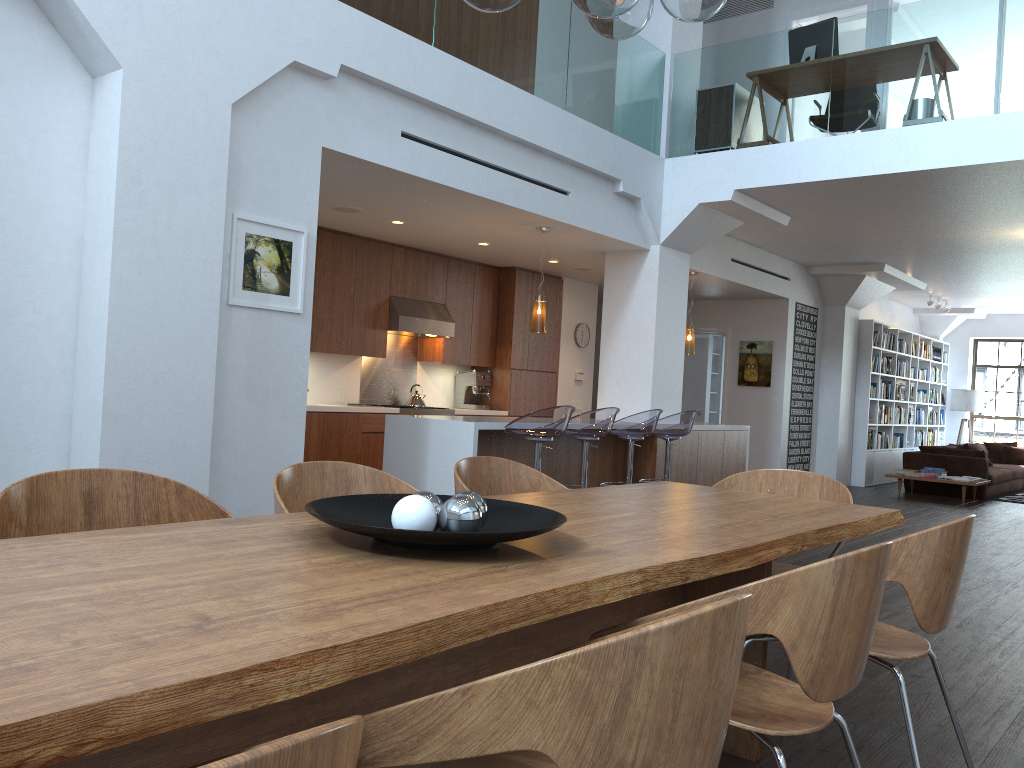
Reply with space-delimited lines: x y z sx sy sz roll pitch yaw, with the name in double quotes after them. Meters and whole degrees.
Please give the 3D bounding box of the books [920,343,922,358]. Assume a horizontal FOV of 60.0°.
6.829 -0.561 14.971 0.171 0.246 0.057 3 -1 39 "books"

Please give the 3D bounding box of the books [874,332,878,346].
5.269 -0.651 13.024 0.161 0.218 0.101 3 -1 39 "books"

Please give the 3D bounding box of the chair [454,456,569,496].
0.071 0.712 3.311 0.618 0.833 0.629 3 -1 37 "chair"

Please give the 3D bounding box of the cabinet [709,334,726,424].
2.807 -0.136 14.034 0.527 2.991 2.630 3 -1 39 "cabinet"

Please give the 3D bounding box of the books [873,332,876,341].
5.172 -0.656 12.903 0.182 0.215 0.188 3 -1 39 "books"

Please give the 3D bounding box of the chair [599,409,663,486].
0.960 0.697 7.256 0.481 1.014 0.530 3 0 37 "chair"

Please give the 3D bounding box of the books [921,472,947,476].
5.736 1.226 12.049 0.312 0.037 0.216 3 0 29 "books"

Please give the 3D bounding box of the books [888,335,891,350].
5.665 -0.638 13.509 0.159 0.248 0.089 3 -1 39 "books"

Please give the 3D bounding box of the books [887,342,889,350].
5.641 -0.626 13.486 0.161 0.222 0.083 3 -1 39 "books"

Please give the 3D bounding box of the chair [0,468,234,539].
-0.911 0.647 2.121 0.618 0.833 0.629 3 -1 39 "chair"

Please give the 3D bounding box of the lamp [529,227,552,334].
1.591 -1.259 7.868 2.842 1.807 0.149 3 0 -12 "lamp"

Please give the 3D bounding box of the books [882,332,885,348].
5.487 -0.651 13.300 0.170 0.251 0.118 3 -1 39 "books"

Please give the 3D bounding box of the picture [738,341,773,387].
3.233 -0.270 11.794 0.450 0.600 0.030 3 -1 39 "picture"

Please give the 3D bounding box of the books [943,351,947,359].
7.895 -0.483 16.272 0.140 0.231 0.042 3 -1 39 "books"

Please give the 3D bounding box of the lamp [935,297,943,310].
6.877 -1.300 14.291 0.120 0.211 0.111 3 0 -2 "lamp"

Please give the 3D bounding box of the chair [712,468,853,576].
1.011 0.767 3.516 0.629 0.833 0.618 3 0 34 "chair"

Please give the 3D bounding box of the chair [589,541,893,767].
0.500 0.727 1.968 0.618 0.833 0.629 3 -1 40 "chair"

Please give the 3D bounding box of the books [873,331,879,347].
5.306 -0.664 13.078 0.159 0.248 0.089 3 -1 39 "books"

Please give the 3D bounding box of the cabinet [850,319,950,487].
6.360 0.361 14.632 0.461 2.414 4.500 3 -1 39 "cabinet"

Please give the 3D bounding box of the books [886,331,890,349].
5.610 -0.662 13.463 0.197 0.290 0.136 3 -1 39 "books"

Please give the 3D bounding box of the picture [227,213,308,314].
-1.391 -0.678 5.069 0.018 0.500 0.500 3 -1 39 "picture"

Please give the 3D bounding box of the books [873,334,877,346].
5.221 -0.649 12.979 0.167 0.210 0.162 3 -1 39 "books"

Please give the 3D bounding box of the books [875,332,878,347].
5.292 -0.652 13.049 0.161 0.222 0.084 3 -1 39 "books"

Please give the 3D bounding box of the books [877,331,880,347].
5.334 -0.664 13.111 0.170 0.251 0.118 3 -1 39 "books"

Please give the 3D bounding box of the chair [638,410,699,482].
1.356 0.723 7.746 0.481 1.014 0.530 3 -1 41 "chair"

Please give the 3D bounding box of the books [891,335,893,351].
5.739 -0.631 13.603 0.174 0.243 0.085 3 -1 39 "books"

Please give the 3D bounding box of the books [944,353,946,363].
7.845 -0.469 16.207 0.136 0.196 0.045 3 -1 39 "books"

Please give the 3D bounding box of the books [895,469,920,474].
5.452 1.207 12.202 0.241 0.045 0.334 3 -1 40 "books"

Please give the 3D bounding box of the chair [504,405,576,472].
0.173 0.645 6.261 0.481 1.014 0.530 3 -1 41 "chair"

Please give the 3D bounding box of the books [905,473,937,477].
5.429 1.207 11.781 0.340 0.035 0.236 3 0 -26 "books"

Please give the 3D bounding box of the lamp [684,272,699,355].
1.956 -0.771 9.708 0.149 0.900 0.149 3 0 -6 "lamp"

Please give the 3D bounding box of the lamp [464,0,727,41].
0.162 -2.104 2.286 0.849 2.140 1.787 3 -1 38 "lamp"

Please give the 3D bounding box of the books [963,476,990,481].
6.071 1.243 11.691 0.350 0.035 0.256 3 0 -26 "books"

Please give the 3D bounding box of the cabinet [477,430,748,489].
0.804 0.797 8.248 0.898 0.796 4.493 3 -1 39 "cabinet"

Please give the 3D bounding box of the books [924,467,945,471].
5.741 1.159 12.051 0.224 0.027 0.157 3 -1 44 "books"

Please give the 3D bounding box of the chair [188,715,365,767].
-0.463 0.663 0.763 0.618 0.833 0.629 3 -1 39 "chair"

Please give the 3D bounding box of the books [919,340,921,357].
6.760 -0.592 14.854 0.140 0.298 0.044 3 -1 39 "books"

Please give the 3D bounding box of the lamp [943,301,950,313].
7.202 -1.278 14.694 0.120 0.211 0.111 3 0 13 "lamp"

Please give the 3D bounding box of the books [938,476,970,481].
5.735 1.222 11.521 0.231 0.040 0.342 3 0 -11 "books"

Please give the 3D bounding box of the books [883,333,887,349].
5.522 -0.645 13.339 0.174 0.242 0.105 3 -1 39 "books"

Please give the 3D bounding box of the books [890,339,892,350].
5.709 -0.639 13.576 0.182 0.255 0.077 3 -1 39 "books"

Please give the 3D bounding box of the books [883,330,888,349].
5.574 -0.666 13.411 0.176 0.293 0.125 3 -1 39 "books"

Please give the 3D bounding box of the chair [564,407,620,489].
0.548 0.670 6.771 0.481 1.014 0.530 3 0 37 "chair"

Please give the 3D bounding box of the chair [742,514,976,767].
0.987 0.758 2.561 0.617 0.830 0.629 3 -1 39 "chair"

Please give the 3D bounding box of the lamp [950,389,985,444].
8.227 0.897 16.092 0.545 1.579 0.545 3 0 28 "lamp"

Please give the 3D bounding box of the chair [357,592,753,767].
0.036 0.696 1.362 0.618 0.833 0.629 3 -1 39 "chair"

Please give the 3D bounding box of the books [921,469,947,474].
5.737 1.190 12.055 0.191 0.035 0.279 4 -1 -41 "books"

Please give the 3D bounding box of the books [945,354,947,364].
7.872 -0.465 16.237 0.139 0.191 0.036 3 -1 39 "books"

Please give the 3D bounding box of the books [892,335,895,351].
5.802 -0.633 13.683 0.182 0.255 0.077 3 -1 39 "books"

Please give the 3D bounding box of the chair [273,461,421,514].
-0.432 0.678 2.715 0.618 0.833 0.629 3 -1 39 "chair"

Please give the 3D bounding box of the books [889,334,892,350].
5.688 -0.638 13.533 0.182 0.253 0.098 3 -1 39 "books"

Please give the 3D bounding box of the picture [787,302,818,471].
3.947 0.119 12.033 0.021 2.380 0.800 3 -1 39 "picture"

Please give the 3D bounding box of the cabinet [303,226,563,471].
-1.342 -0.166 8.844 0.598 2.499 5.299 3 -1 39 "cabinet"

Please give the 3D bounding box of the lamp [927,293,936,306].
6.559 -1.321 13.898 0.120 0.211 0.111 3 0 -17 "lamp"
